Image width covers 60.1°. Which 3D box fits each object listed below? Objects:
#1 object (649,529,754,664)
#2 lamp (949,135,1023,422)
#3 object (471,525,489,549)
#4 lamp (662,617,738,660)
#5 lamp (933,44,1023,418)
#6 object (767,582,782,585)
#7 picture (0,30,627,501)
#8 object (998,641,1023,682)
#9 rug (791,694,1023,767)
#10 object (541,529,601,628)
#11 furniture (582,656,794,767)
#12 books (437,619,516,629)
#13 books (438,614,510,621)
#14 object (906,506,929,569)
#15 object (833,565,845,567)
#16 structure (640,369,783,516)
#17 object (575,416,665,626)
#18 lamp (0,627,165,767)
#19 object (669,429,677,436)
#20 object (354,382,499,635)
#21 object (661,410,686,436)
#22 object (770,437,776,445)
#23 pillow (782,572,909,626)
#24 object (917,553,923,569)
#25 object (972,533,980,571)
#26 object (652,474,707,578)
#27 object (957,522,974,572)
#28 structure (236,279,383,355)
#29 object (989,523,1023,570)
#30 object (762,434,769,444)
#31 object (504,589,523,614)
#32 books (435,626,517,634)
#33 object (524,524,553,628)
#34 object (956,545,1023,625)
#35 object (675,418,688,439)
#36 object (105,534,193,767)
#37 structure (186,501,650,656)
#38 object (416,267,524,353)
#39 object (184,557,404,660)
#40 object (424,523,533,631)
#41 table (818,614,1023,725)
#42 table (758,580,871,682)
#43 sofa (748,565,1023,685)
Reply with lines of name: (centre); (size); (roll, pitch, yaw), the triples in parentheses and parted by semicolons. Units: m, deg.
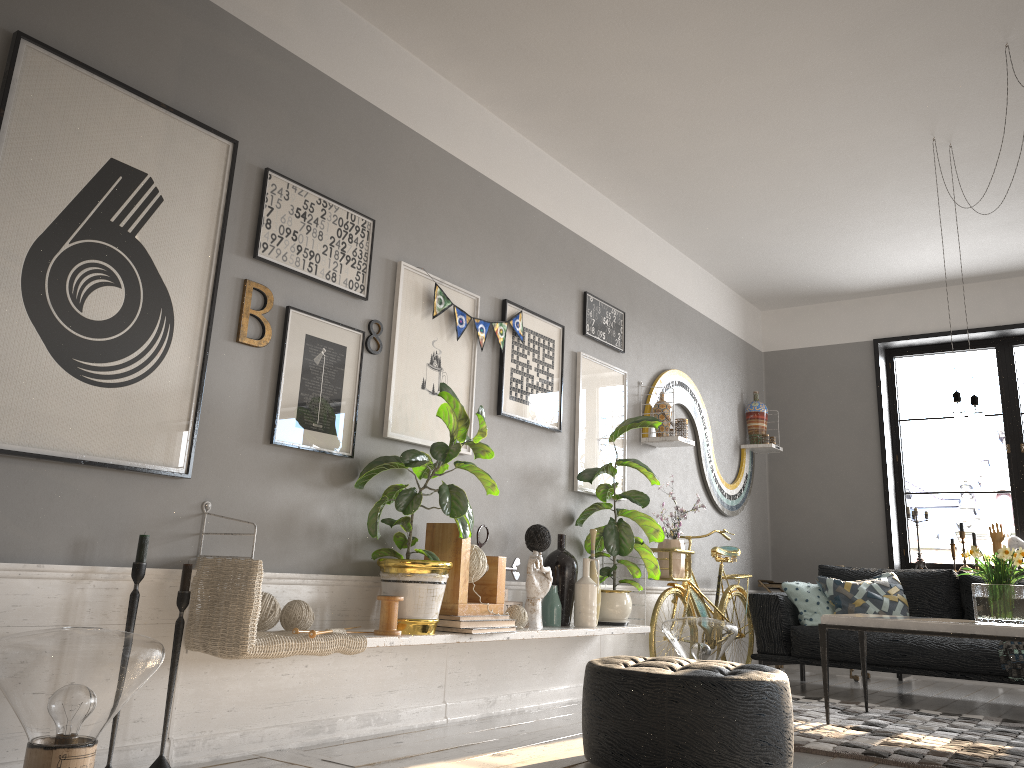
object: (1.283, 1.452, 5.761); (0.425, 0.986, 1.603); (-5, -15, 26)
lamp: (2.316, -0.704, 4.012); (0.074, 1.563, 1.372); (1, -14, 5)
object: (-0.184, 0.878, 4.073); (0.019, 0.472, 0.219); (-9, -19, 35)
lamp: (1.078, 1.569, 5.080); (0.431, 0.445, 0.427); (9, -15, -23)
lamp: (2.195, -0.723, 3.948); (0.074, 1.563, 1.372); (1, -14, 5)
object: (2.191, 1.571, 6.938); (0.317, 0.015, 0.244); (-6, -15, 35)
picture: (0.263, -0.693, 1.558); (4.022, 1.826, 7.204); (-6, -15, 35)
object: (3.031, 1.447, 4.800); (0.664, 0.335, 0.484); (-5, -15, 30)
rug: (1.973, 1.588, 3.982); (2.516, 0.035, 1.748); (-6, -15, 35)
object: (0.308, 0.979, 4.505); (0.331, 0.497, 0.281); (4, -15, -4)
furniture: (0.618, 1.174, 3.152); (0.734, 0.363, 0.724); (-3, -14, 22)
books: (-0.197, 1.011, 3.760); (0.259, 0.029, 0.379); (-6, -15, 35)
books: (-0.207, 0.990, 3.769); (0.228, 0.017, 0.374); (-5, -14, 32)
object: (3.121, 1.191, 6.831); (0.144, 0.499, 0.160); (8, -16, -18)
object: (2.462, 1.465, 6.728); (0.141, 0.163, 0.136); (7, -15, -16)
structure: (1.508, 0.439, 6.419); (0.266, 0.972, 1.997); (-8, -17, 35)
object: (0.592, 0.735, 4.907); (0.566, 1.170, 0.409); (7, -16, -14)
lamp: (-1.153, 0.863, 2.293); (0.430, 0.445, 0.428); (11, -16, -32)
object: (1.052, 0.339, 5.811); (0.062, 0.083, 0.061); (0, -15, 11)
object: (-0.336, 0.500, 3.571); (0.545, 0.980, 0.502); (-3, -16, 20)
object: (1.032, 0.259, 5.636); (0.196, 0.169, 0.059); (8, -16, -20)
object: (2.086, 0.454, 7.078); (0.050, 0.059, 0.049); (-4, -16, 24)
pillow: (2.172, 1.398, 5.729); (0.798, 0.368, 0.436); (-1, -14, 17)
object: (3.159, 1.372, 6.849); (0.084, 0.154, 0.083); (-9, -19, 38)
object: (3.471, 1.260, 6.624); (0.075, 0.306, 0.074); (9, -17, -23)
object: (1.092, 0.903, 5.565); (0.484, 0.652, 0.251); (13, -18, -35)
object: (3.385, 1.219, 6.635); (0.122, 0.382, 0.122); (-10, -20, 38)
structure: (-0.775, -0.208, 3.510); (0.024, 0.267, 0.730); (-8, -17, 35)
object: (3.810, 1.166, 6.355); (0.659, 0.417, 0.133); (-7, -18, 35)
object: (2.019, 0.443, 7.044); (0.060, 0.080, 0.059); (-4, -16, 23)
object: (-0.057, 1.050, 4.154); (0.078, 0.176, 0.262); (-10, -18, 40)
books: (-0.195, 1.038, 3.765); (0.295, 0.021, 0.363); (-4, -14, 29)
object: (0.116, 0.922, 4.266); (0.136, 0.492, 0.153); (-8, -19, 34)
object: (2.296, 0.946, 4.179); (0.350, 0.357, 0.321); (-8, -18, 36)
object: (1.104, 0.300, 5.756); (0.085, 0.142, 0.084); (-5, -17, 27)
object: (-1.082, 0.808, 2.657); (0.091, 0.713, 0.275); (-6, -17, 27)
structure: (-0.140, 0.892, 3.928); (0.306, 0.495, 2.742); (-8, -16, 35)
object: (-0.181, -0.329, 4.343); (0.057, 0.345, 0.903); (-8, -16, 34)
object: (-0.702, 0.783, 3.097); (0.327, 0.312, 0.775); (-8, -16, 35)
object: (-0.126, 0.858, 3.904); (0.237, 0.447, 0.539); (-8, -17, 35)
table: (2.258, 1.364, 4.045); (1.450, 0.520, 0.723); (-6, -16, 34)
table: (2.302, 1.867, 6.765); (0.739, 0.691, 0.335); (-7, -18, 34)
sofa: (2.703, 1.532, 5.373); (2.331, 0.812, 0.958); (-6, -16, 34)
